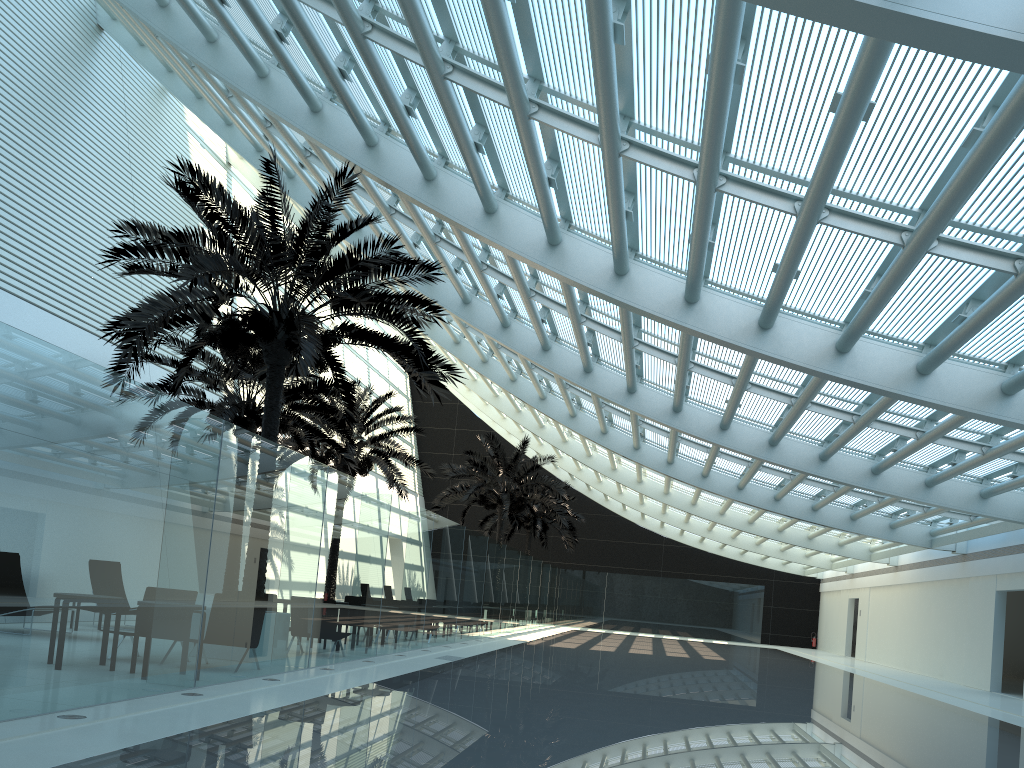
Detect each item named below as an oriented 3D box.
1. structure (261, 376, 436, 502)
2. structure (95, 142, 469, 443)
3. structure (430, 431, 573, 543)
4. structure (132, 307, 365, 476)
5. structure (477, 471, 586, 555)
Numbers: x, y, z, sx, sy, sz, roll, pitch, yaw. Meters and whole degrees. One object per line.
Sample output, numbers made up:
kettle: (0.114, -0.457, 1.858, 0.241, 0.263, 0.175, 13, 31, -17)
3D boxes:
structure: (-4.906, 3.219, 24.276, 4.295, 6.735, 4.731, -1, -9, 43)
structure: (-3.449, 0.321, 12.102, 4.811, 6.857, 4.556, 2, -7, 28)
structure: (-0.420, 5.221, 31.101, 4.819, 6.858, 4.548, 5, -7, 3)
structure: (-5.658, 1.722, 18.285, 4.662, 6.676, 4.357, 7, -7, -12)
structure: (0.896, 7.308, 39.179, 4.477, 6.855, 4.899, 6, -7, -11)
